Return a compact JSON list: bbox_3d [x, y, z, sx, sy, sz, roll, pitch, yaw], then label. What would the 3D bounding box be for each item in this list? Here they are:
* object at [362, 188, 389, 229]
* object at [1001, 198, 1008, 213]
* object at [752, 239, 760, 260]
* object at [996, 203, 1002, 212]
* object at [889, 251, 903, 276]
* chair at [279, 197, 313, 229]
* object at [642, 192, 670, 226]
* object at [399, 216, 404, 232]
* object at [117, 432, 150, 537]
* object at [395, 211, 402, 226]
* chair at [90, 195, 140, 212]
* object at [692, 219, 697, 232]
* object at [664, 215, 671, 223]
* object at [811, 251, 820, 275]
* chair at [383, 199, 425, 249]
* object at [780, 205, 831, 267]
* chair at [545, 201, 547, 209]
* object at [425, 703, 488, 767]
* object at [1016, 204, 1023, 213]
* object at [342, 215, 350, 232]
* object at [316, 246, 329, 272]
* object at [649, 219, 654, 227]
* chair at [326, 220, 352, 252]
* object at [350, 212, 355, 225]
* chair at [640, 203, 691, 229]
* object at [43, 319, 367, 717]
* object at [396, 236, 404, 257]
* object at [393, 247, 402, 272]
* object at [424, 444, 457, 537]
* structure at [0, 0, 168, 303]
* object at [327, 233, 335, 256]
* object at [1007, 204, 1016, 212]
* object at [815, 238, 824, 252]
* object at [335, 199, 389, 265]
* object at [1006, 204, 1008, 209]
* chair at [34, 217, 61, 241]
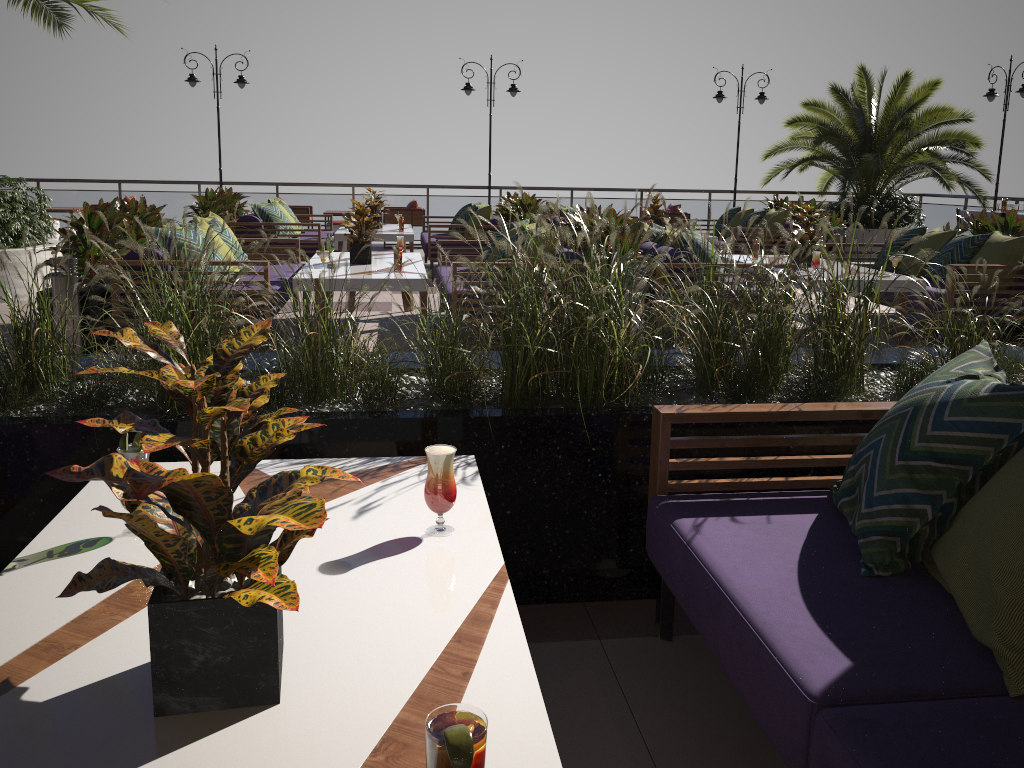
[{"bbox_3d":[-1.799,-2.286,11.508,0.431,0.521,0.429,6,13,24],"label":"object"},{"bbox_3d":[6.578,-2.385,11.828,0.067,0.187,0.085,4,11,17],"label":"object"},{"bbox_3d":[2.258,-1.247,8.195,0.067,0.187,0.085,5,12,22],"label":"object"},{"bbox_3d":[6.850,-2.429,12.422,0.105,0.207,0.106,-6,13,-32],"label":"object"},{"bbox_3d":[3.067,-0.970,7.084,0.106,0.195,0.106,6,12,25],"label":"object"},{"bbox_3d":[-3.767,-2.757,15.056,0.714,0.807,0.723,0,12,-8],"label":"chair"},{"bbox_3d":[1.946,-2.347,12.063,0.425,0.521,0.434,5,12,19],"label":"object"},{"bbox_3d":[-1.383,-1.994,11.035,0.067,0.187,0.085,5,12,22],"label":"object"},{"bbox_3d":[-0.777,0.205,1.831,0.069,0.209,0.069,-4,12,-24],"label":"object"},{"bbox_3d":[-1.569,-2.286,12.226,0.106,0.195,0.106,6,12,25],"label":"object"},{"bbox_3d":[-6.512,-2.722,14.691,0.714,0.807,0.723,0,12,-8],"label":"chair"},{"bbox_3d":[2.394,-2.071,11.611,0.069,0.209,0.069,-3,11,-19],"label":"object"},{"bbox_3d":[2.224,-2.327,12.699,0.106,0.195,0.106,6,12,25],"label":"object"},{"bbox_3d":[2.407,-0.958,7.015,0.069,0.179,0.069,-3,11,-19],"label":"object"},{"bbox_3d":[-1.871,-2.781,15.308,0.714,0.807,0.723,0,12,-8],"label":"chair"},{"bbox_3d":[2.546,-1.283,7.657,0.430,0.521,0.430,2,12,4],"label":"object"},{"bbox_3d":[0.842,-2.816,15.669,0.714,0.807,0.723,0,12,-8],"label":"chair"},{"bbox_3d":[-0.063,0.442,0.940,0.067,0.187,0.085,4,11,17],"label":"object"},{"bbox_3d":[6.991,-2.373,12.201,0.105,0.207,0.106,-6,13,-32],"label":"object"},{"bbox_3d":[-2.031,-1.968,10.857,0.082,0.195,0.069,8,13,33],"label":"object"},{"bbox_3d":[-1.400,-0.933,6.574,0.106,0.195,0.106,6,12,25],"label":"object"},{"bbox_3d":[1.796,-2.027,11.421,0.067,0.187,0.085,5,12,22],"label":"object"},{"bbox_3d":[-2.741,-2.423,14.451,0.578,0.475,0.585,1,12,0],"label":"chair"},{"bbox_3d":[-2.180,-2.264,12.120,0.069,0.179,0.069,6,12,25],"label":"object"},{"bbox_3d":[2.738,-2.840,15.921,0.714,0.807,0.723,0,12,-8],"label":"chair"},{"bbox_3d":[-0.440,0.182,1.284,0.425,0.521,0.435,2,12,4],"label":"object"},{"bbox_3d":[-0.985,-1.210,7.801,0.069,0.179,0.069,6,12,25],"label":"object"},{"bbox_3d":[-0.862,-0.938,6.653,0.067,0.187,0.085,5,12,22],"label":"object"},{"bbox_3d":[-0.150,0.224,1.863,0.069,0.179,0.069,-4,12,-24],"label":"object"},{"bbox_3d":[-5.476,-3.979,8.457,4.744,6.434,4.759,3,11,10],"label":"structure"},{"bbox_3d":[-1.570,-1.203,7.659,0.069,0.209,0.069,-3,11,-19],"label":"object"},{"bbox_3d":[6.883,-2.375,12.199,0.105,0.207,0.106,-6,13,-32],"label":"object"},{"bbox_3d":[2.906,-1.280,8.371,0.082,0.195,0.069,8,13,33],"label":"object"},{"bbox_3d":[-1.213,-1.236,7.162,0.425,0.521,0.435,3,12,9],"label":"object"},{"bbox_3d":[6.928,-2.401,12.312,0.105,0.207,0.106,-6,13,-32],"label":"object"},{"bbox_3d":[-7.382,-2.364,13.834,0.578,0.475,0.585,-1,12,-10],"label":"chair"}]
